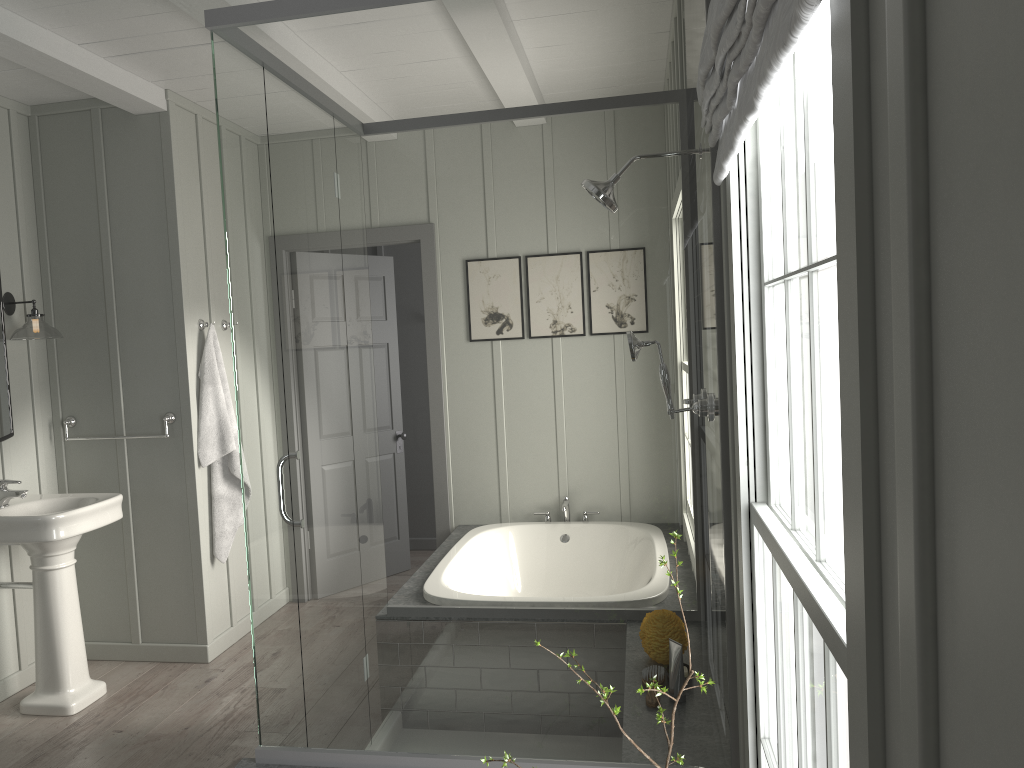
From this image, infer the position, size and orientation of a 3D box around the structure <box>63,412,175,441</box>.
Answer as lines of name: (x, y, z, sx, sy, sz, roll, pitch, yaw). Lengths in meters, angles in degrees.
structure: (-1.945, 0.213, 4.358, 0.611, 0.123, 0.054, -2, 3, 12)

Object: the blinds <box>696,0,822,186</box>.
blinds: (0.317, -0.554, 1.251, 0.073, 0.380, 1.016, -2, 3, 8)

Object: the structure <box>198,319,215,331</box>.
structure: (-1.525, -0.298, 4.431, 0.080, 0.056, 0.056, -2, 3, 11)

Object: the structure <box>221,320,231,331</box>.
structure: (-1.490, -0.312, 4.678, 0.080, 0.056, 0.056, -2, 3, 11)

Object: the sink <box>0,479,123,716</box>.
sink: (-2.065, 0.923, 3.931, 0.575, 1.014, 0.561, -2, 3, 10)

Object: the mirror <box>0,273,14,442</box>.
mirror: (-2.386, -0.158, 3.911, 0.015, 0.885, 0.418, -2, 4, 8)

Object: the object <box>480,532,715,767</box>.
object: (0.177, 0.855, 1.874, 0.522, 1.117, 0.272, -2, 4, 10)

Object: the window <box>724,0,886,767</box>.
window: (0.431, 0.277, 1.282, 0.091, 1.951, 1.040, -2, 3, 8)

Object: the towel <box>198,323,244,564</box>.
towel: (-1.437, 0.295, 4.463, 0.164, 1.205, 0.313, -2, 4, 14)
